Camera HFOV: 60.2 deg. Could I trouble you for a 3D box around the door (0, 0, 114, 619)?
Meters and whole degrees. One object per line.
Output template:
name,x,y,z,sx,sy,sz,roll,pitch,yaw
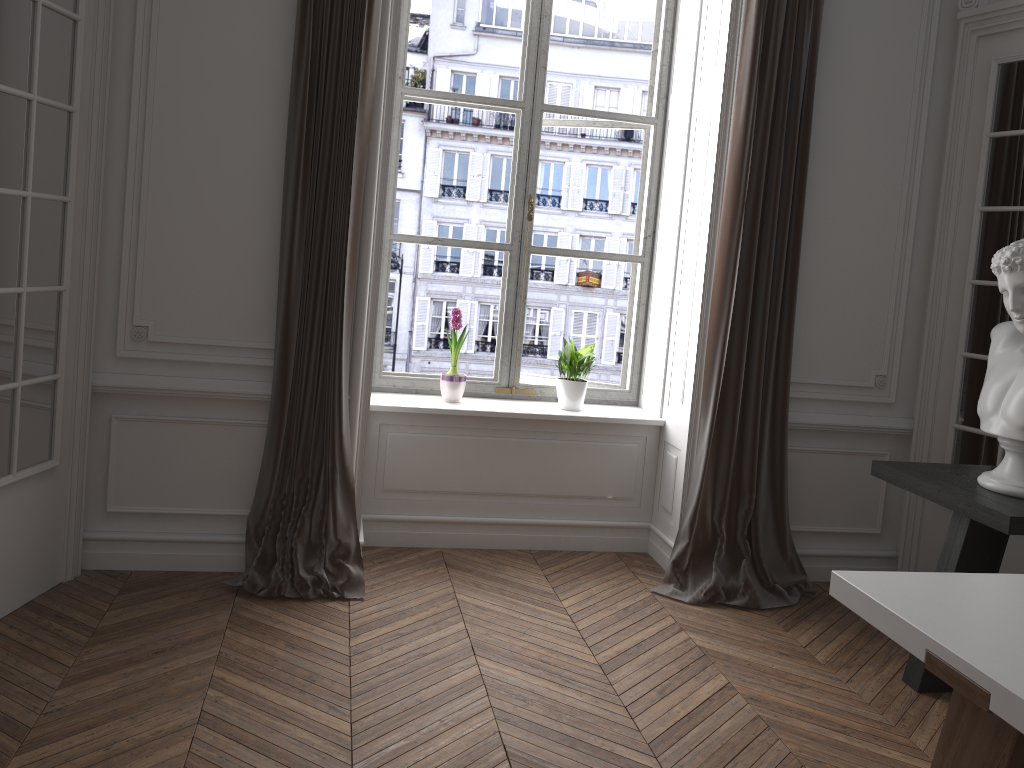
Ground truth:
door,-1.741,-0.468,2.730,0.086,2.723,1.573,5,5,4

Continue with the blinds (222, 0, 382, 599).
blinds,-0.758,-0.703,3.561,0.580,3.088,0.312,5,4,-6

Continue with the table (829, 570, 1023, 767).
table,1.420,1.047,0.953,0.899,0.744,2.644,4,8,-11

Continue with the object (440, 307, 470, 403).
object,-0.283,-0.148,4.416,0.130,0.474,0.129,8,5,39

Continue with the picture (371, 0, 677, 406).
picture,0.905,-0.816,0.936,13.183,4.780,13.349,2,8,-19

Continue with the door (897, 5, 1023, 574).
door,2.366,-0.225,3.540,0.085,2.723,1.576,3,5,-27

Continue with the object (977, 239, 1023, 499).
object,1.899,-0.064,3.170,0.392,0.919,0.638,4,5,-11

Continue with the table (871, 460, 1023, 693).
table,1.858,0.757,3.279,0.766,0.746,0.774,4,6,-11

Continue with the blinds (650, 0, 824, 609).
blinds,1.142,-0.586,3.898,0.776,3.087,0.344,4,4,-17

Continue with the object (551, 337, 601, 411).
object,0.320,-0.055,4.499,0.214,0.367,0.286,2,6,-33
